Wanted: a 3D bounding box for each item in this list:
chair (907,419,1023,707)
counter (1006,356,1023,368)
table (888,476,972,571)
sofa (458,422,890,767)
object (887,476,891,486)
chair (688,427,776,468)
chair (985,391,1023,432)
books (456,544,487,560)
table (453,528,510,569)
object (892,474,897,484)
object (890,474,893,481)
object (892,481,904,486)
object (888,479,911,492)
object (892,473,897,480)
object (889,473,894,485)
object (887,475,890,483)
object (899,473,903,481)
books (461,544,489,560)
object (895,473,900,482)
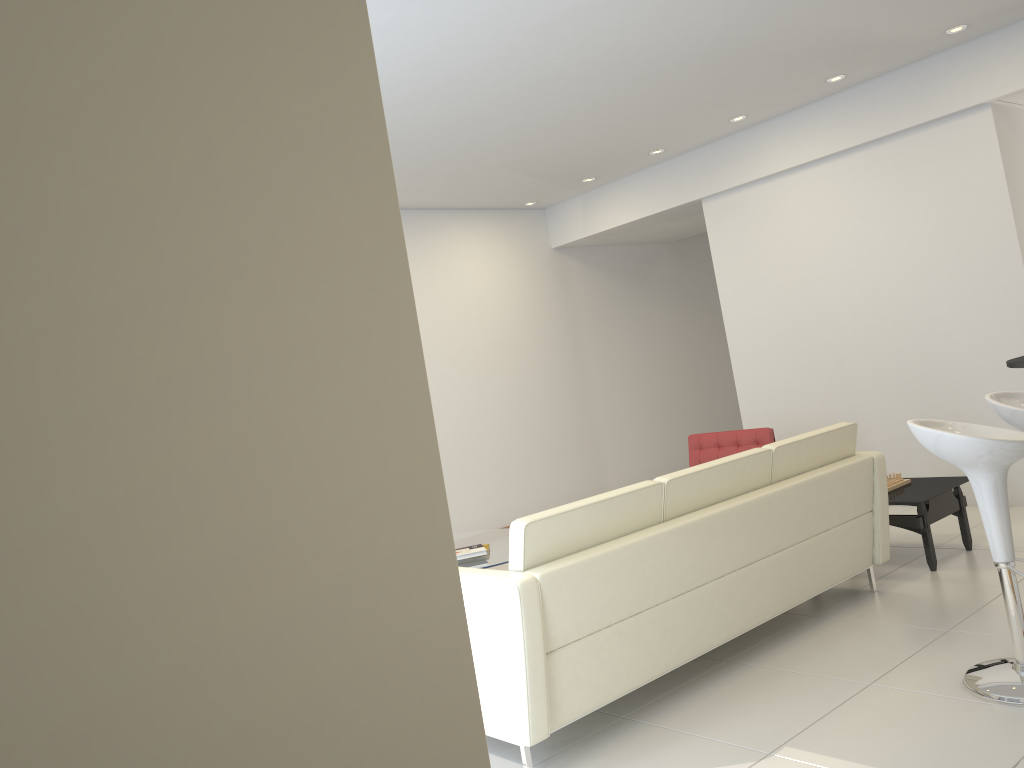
[{"bbox_3d":[1.830,0.615,3.322,0.462,1.024,0.458,-12,-4,36],"label":"chair"},{"bbox_3d":[2.856,-0.267,3.538,2.976,0.019,0.731,-10,0,-40],"label":"counter"},{"bbox_3d":[2.243,0.848,5.390,0.703,0.423,0.911,-9,-1,-40],"label":"table"},{"bbox_3d":[0.729,0.843,4.233,2.575,0.925,0.994,-9,-1,-40],"label":"sofa"},{"bbox_3d":[2.254,0.580,5.317,0.030,0.064,0.030,-8,-3,-32],"label":"object"},{"bbox_3d":[1.473,0.780,6.301,0.709,0.819,0.695,-8,-3,-45],"label":"chair"},{"bbox_3d":[2.386,0.522,3.795,0.458,1.024,0.461,-8,-3,-29],"label":"chair"},{"bbox_3d":[-0.330,1.044,5.438,0.324,0.027,0.255,-10,0,-10],"label":"books"},{"bbox_3d":[-0.385,1.300,5.796,1.326,0.405,1.528,-9,0,-41],"label":"table"},{"bbox_3d":[2.316,0.574,5.368,0.030,0.055,0.030,-8,-3,-32],"label":"object"},{"bbox_3d":[2.322,0.576,5.424,0.030,0.050,0.030,-8,-3,-32],"label":"object"},{"bbox_3d":[2.187,0.622,5.435,0.348,0.001,0.347,-10,0,-40],"label":"object"},{"bbox_3d":[2.189,0.633,5.434,0.361,0.021,0.358,-10,0,-40],"label":"object"},{"bbox_3d":[2.352,0.571,5.449,0.030,0.050,0.030,-8,-3,-32],"label":"object"},{"bbox_3d":[2.284,0.572,5.342,0.030,0.070,0.030,-8,-3,-32],"label":"object"},{"bbox_3d":[2.291,0.581,5.398,0.030,0.050,0.030,-8,-3,-32],"label":"object"},{"bbox_3d":[2.378,0.569,5.419,0.030,0.044,0.030,-8,-3,-32],"label":"object"},{"bbox_3d":[-0.307,1.068,5.580,0.324,0.027,0.255,-10,0,0],"label":"books"},{"bbox_3d":[2.347,0.570,5.393,0.030,0.052,0.030,-12,-4,43],"label":"object"}]
